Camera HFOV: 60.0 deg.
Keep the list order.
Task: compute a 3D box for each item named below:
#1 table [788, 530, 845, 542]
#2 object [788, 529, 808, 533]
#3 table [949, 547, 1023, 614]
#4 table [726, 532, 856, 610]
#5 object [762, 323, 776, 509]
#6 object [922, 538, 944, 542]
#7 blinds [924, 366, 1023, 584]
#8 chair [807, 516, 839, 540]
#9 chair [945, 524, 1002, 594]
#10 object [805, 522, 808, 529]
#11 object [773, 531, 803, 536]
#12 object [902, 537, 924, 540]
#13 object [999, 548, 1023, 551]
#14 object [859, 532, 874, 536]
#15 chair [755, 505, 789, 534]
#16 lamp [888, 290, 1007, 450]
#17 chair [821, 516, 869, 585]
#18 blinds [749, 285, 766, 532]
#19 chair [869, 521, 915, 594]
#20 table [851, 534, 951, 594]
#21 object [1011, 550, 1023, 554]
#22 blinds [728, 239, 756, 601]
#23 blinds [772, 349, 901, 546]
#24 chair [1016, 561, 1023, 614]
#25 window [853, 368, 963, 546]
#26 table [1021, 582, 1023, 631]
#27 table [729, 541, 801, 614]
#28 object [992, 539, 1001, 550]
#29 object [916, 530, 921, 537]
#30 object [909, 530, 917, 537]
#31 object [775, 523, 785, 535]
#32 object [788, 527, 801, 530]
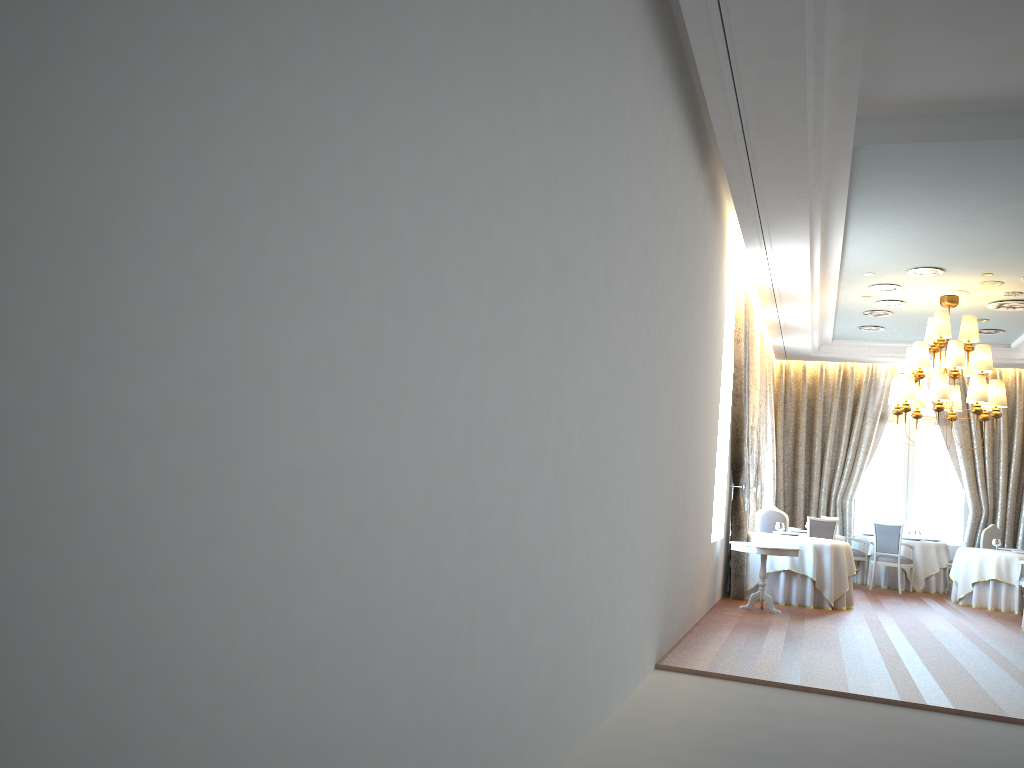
[{"bbox_3d":[4.597,2.838,14.405,1.667,0.890,1.663,4,-6,13],"label":"table"},{"bbox_3d":[4.549,2.323,13.998,0.419,0.036,0.419,3,-6,18],"label":"object"},{"bbox_3d":[7.538,2.983,13.369,1.663,0.890,1.667,1,-7,33],"label":"table"},{"bbox_3d":[3.751,2.501,11.929,1.663,0.890,1.667,4,-6,8],"label":"table"},{"bbox_3d":[4.728,1.097,16.372,0.386,4.901,2.121,3,-6,19],"label":"object"},{"bbox_3d":[7.307,2.719,15.472,0.419,0.036,0.419,3,-6,18],"label":"object"},{"bbox_3d":[8.764,1.370,16.079,2.476,4.901,0.386,3,-6,19],"label":"blinds"},{"bbox_3d":[4.521,2.553,13.335,0.650,1.108,0.629,6,-6,-6],"label":"chair"},{"bbox_3d":[7.690,2.924,14.774,0.563,1.233,0.690,9,-7,-31],"label":"chair"},{"bbox_3d":[4.788,2.307,14.267,0.128,0.165,0.128,3,-6,19],"label":"object"},{"bbox_3d":[3.856,2.091,12.384,0.419,0.036,0.419,3,-6,18],"label":"object"},{"bbox_3d":[6.814,2.641,15.141,0.419,0.036,0.419,3,-6,18],"label":"object"},{"bbox_3d":[7.793,2.583,13.803,0.419,0.036,0.419,3,-6,18],"label":"object"},{"bbox_3d":[6.332,2.649,15.614,0.419,0.036,0.419,3,-6,18],"label":"object"},{"bbox_3d":[3.838,2.378,12.779,0.563,1.233,0.690,6,-6,-6],"label":"chair"},{"bbox_3d":[5.917,-0.195,12.065,1.373,2.121,1.373,9,-7,-33],"label":"lamp"},{"bbox_3d":[5.768,2.888,15.466,0.629,1.108,0.650,7,-6,-16],"label":"chair"},{"bbox_3d":[3.977,0.769,14.342,0.335,4.969,2.257,3,-6,19],"label":"blinds"},{"bbox_3d":[6.201,2.828,14.544,0.650,1.108,0.629,1,-7,34],"label":"chair"},{"bbox_3d":[6.804,3.151,15.541,1.667,0.890,1.663,0,-8,38],"label":"table"},{"bbox_3d":[7.568,2.481,13.021,0.419,0.036,0.419,3,-6,18],"label":"object"},{"bbox_3d":[3.172,0.454,12.040,0.315,4.930,2.204,3,-6,19],"label":"blinds"},{"bbox_3d":[6.051,1.235,17.022,2.535,4.901,0.386,3,-6,19],"label":"blinds"},{"bbox_3d":[7.535,2.713,12.379,0.650,1.108,0.629,6,-6,-11],"label":"chair"},{"bbox_3d":[7.584,1.323,16.928,1.881,3.306,0.196,3,-6,19],"label":"window"},{"bbox_3d":[6.920,2.610,10.366,1.663,0.890,1.667,4,-6,8],"label":"table"},{"bbox_3d":[2.989,2.320,10.553,0.761,0.801,0.760,9,-7,-31],"label":"table"},{"bbox_3d":[7.504,2.486,13.730,0.128,0.165,0.128,3,-6,19],"label":"object"},{"bbox_3d":[7.220,2.681,15.795,0.128,0.165,0.128,3,-6,19],"label":"object"},{"bbox_3d":[6.972,2.621,15.434,0.128,0.165,0.128,3,-6,19],"label":"object"},{"bbox_3d":[3.667,1.983,12.131,0.128,0.165,0.128,5,-6,1],"label":"object"},{"bbox_3d":[4.647,2.429,14.919,0.419,0.036,0.419,3,-6,18],"label":"object"}]
